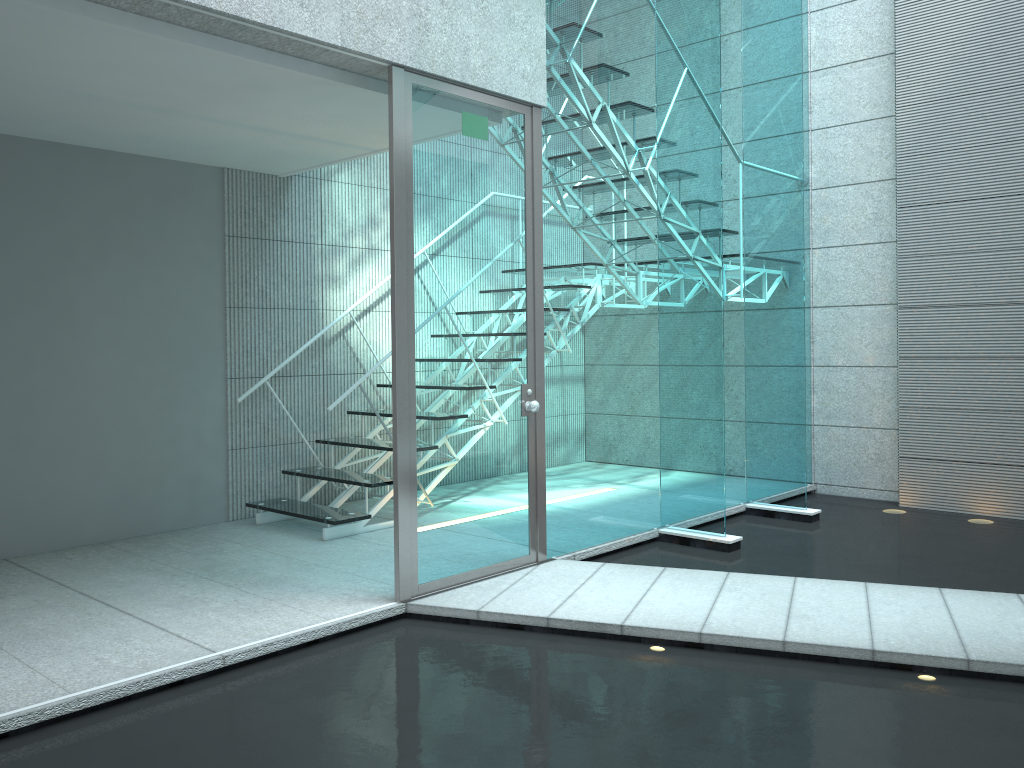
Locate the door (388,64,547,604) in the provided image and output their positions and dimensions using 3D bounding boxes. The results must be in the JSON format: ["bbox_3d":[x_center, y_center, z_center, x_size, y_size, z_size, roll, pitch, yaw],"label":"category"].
[{"bbox_3d":[-0.140,-0.214,3.671,0.076,2.064,0.865,0,1,43],"label":"door"}]

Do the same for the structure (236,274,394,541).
[{"bbox_3d":[0.216,-2.270,5.520,1.910,6.006,3.297,0,1,43],"label":"structure"}]
